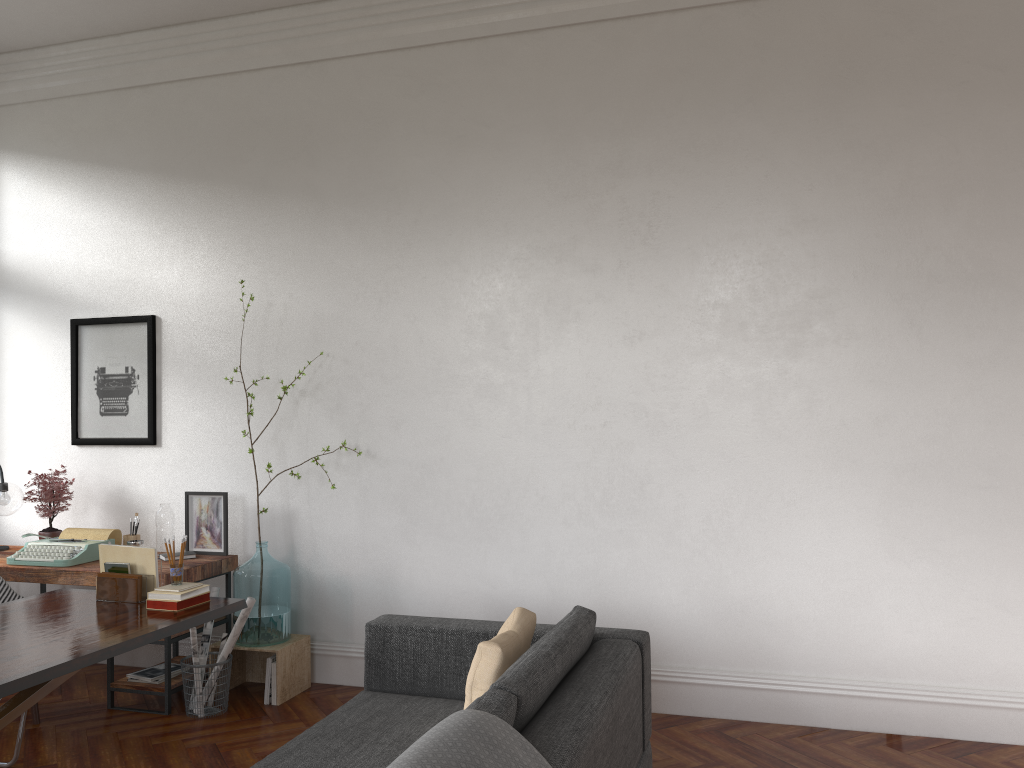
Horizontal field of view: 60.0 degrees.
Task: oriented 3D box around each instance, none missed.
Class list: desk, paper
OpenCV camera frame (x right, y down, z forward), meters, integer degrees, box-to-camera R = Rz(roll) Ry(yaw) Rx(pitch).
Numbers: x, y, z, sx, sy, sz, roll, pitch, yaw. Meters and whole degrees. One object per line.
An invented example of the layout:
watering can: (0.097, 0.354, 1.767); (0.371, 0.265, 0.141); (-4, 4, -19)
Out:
desk: (-2.559, 1.392, 5.158); (1.798, 0.757, 0.647); (-1, -1, 17)
desk: (-1.981, 1.307, 3.011); (1.030, 0.751, 2.227); (-1, -2, 17)
paper: (-1.591, 1.547, 4.785); (0.026, 0.388, 0.126); (-1, -1, 39)
paper: (-1.662, 1.432, 4.788); (0.047, 0.626, 0.294); (-1, -1, 10)
paper: (-1.637, 1.500, 4.609); (0.073, 0.478, 0.033); (0, -1, -36)
paper: (-1.508, 1.425, 4.656); (0.330, 0.609, 0.047); (-1, -1, -3)

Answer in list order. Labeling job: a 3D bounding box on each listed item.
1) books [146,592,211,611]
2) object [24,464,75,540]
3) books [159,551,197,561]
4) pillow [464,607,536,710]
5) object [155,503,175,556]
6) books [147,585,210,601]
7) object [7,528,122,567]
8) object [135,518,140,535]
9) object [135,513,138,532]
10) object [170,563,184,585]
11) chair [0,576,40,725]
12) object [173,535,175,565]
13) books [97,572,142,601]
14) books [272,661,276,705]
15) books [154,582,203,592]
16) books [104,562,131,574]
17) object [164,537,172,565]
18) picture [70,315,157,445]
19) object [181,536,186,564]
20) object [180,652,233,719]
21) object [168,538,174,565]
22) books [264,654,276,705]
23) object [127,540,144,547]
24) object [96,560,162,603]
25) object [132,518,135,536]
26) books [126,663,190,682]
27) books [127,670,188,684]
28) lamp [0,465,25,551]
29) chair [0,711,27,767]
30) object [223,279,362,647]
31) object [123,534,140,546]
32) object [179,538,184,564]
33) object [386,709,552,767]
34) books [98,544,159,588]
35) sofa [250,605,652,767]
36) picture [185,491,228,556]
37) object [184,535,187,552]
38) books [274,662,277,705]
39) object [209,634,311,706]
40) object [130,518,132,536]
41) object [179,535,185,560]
books: (-1.433, 0.931, 3.817); (0.159, 0.040, 0.215); (-1, -2, 19)
object: (-2.860, 0.760, 5.477); (0.290, 0.528, 0.308); (0, -1, -28)
books: (-1.938, 0.989, 5.098); (0.213, 0.031, 0.129); (1, -2, -36)
pillow: (-0.063, 1.076, 3.205); (0.225, 0.460, 0.486); (-1, -1, 17)
object: (-2.048, 0.859, 5.240); (0.111, 0.302, 0.111); (0, -1, -36)
books: (-1.436, 0.897, 3.827); (0.164, 0.028, 0.207); (-1, -2, 15)
object: (-2.613, 0.933, 5.123); (0.535, 0.149, 0.484); (-1, -2, 16)
object: (-2.255, 0.909, 5.311); (0.054, 0.207, 0.008); (-1, -1, 0)
object: (-2.261, 0.893, 5.324); (0.023, 0.239, 0.028); (-1, -1, 14)
object: (-1.464, 0.830, 3.872); (0.058, 0.091, 0.058); (-1, -1, 4)
chair: (-2.716, 1.301, 4.589); (0.716, 0.899, 0.548); (-1, -1, 10)
object: (-1.483, 0.762, 3.892); (0.008, 0.195, 0.032); (0, -1, -29)
books: (-1.731, 0.897, 3.910); (0.221, 0.124, 0.028); (-1, -1, 17)
books: (-1.267, 1.625, 4.865); (0.012, 0.232, 0.170); (-1, -1, 17)
books: (-1.443, 0.879, 3.842); (0.128, 0.008, 0.159); (-1, -2, 18)
books: (-1.759, 0.877, 3.967); (0.128, 0.157, 0.041); (-1, -1, 17)
object: (-1.493, 0.764, 3.865); (0.049, 0.193, 0.008); (0, -1, -14)
picture: (-2.535, -0.019, 5.642); (0.634, 0.816, 0.050); (-1, -1, 17)
object: (-1.438, 0.762, 3.871); (0.036, 0.195, 0.008); (-1, -1, 29)
object: (-1.613, 1.603, 4.688); (0.261, 0.305, 0.261); (0, -1, -18)
object: (-1.474, 0.763, 3.846); (0.008, 0.193, 0.049); (-1, -1, 21)
books: (-1.294, 1.613, 4.881); (0.054, 0.257, 0.187); (-1, -1, 18)
object: (-2.175, 0.957, 5.118); (0.093, 0.101, 0.093); (-1, -1, 9)
object: (-1.711, 0.876, 3.963); (0.228, 0.166, 0.150); (-1, -1, 17)
object: (-2.276, 0.911, 5.322); (0.008, 0.207, 0.054); (-1, -1, 4)
books: (-1.943, 1.583, 4.879); (0.196, 0.014, 0.268); (-2, -2, 28)
books: (-1.943, 1.598, 4.879); (0.196, 0.014, 0.268); (-1, -2, 16)
lamp: (-3.144, 0.752, 5.419); (0.442, 0.550, 0.207); (-2, -1, 40)
chair: (-2.591, 1.279, 3.740); (0.745, 0.872, 0.753); (-1, -1, 17)
object: (-1.244, 0.419, 5.037); (0.807, 2.057, 0.354); (-1, -1, -2)
object: (-2.271, 0.958, 5.296); (0.075, 0.113, 0.058); (-1, -1, 17)
object: (-1.442, 0.763, 3.857); (0.049, 0.193, 0.008); (-1, -1, 41)
object: (-0.109, 1.021, 1.952); (0.400, 0.387, 0.752); (-1, -2, 17)
books: (-1.728, 0.844, 4.002); (0.310, 0.239, 0.043); (-1, -1, 17)
sofa: (-0.395, 1.286, 2.665); (1.262, 0.828, 2.645); (-1, -2, 17)
picture: (-1.803, 0.821, 5.230); (0.282, 0.369, 0.023); (-1, -1, 17)
object: (-1.447, 0.763, 3.894); (0.044, 0.194, 0.008); (0, -1, -43)
books: (-1.254, 1.625, 4.861); (0.012, 0.232, 0.170); (-1, -1, 17)
object: (-1.416, 1.603, 5.004); (0.435, 0.316, 0.341); (-1, -1, 17)
object: (-2.284, 0.910, 5.312); (0.008, 0.207, 0.054); (0, -1, -18)
object: (-1.458, 0.763, 3.899); (0.008, 0.195, 0.038); (-1, -1, 43)
